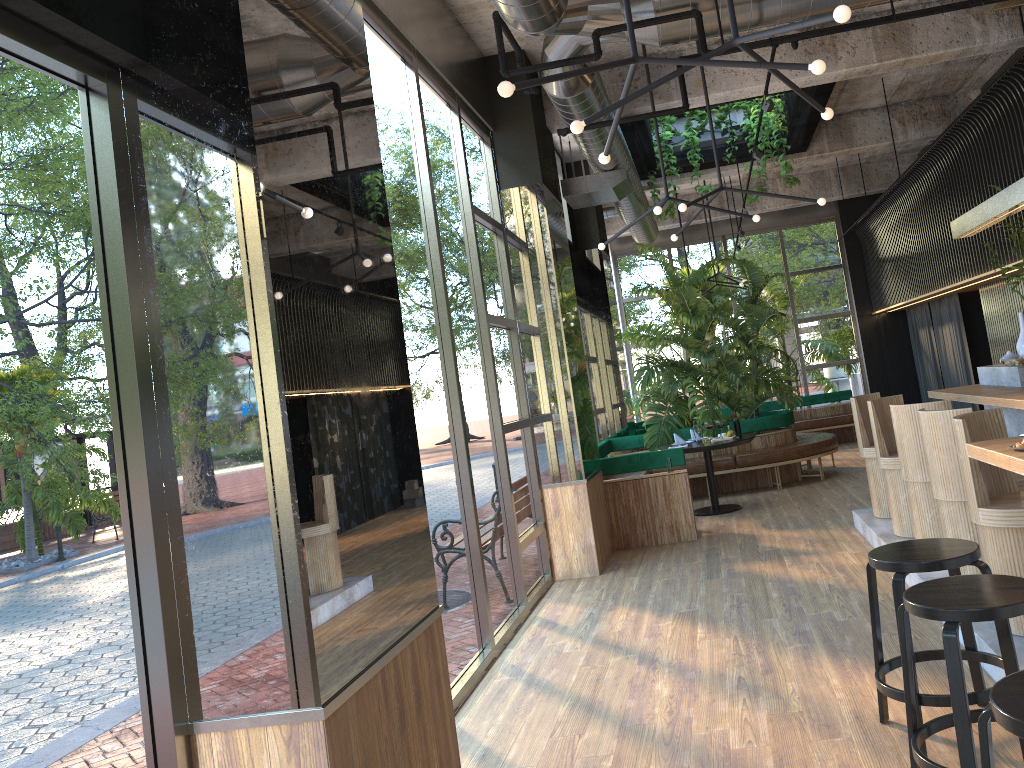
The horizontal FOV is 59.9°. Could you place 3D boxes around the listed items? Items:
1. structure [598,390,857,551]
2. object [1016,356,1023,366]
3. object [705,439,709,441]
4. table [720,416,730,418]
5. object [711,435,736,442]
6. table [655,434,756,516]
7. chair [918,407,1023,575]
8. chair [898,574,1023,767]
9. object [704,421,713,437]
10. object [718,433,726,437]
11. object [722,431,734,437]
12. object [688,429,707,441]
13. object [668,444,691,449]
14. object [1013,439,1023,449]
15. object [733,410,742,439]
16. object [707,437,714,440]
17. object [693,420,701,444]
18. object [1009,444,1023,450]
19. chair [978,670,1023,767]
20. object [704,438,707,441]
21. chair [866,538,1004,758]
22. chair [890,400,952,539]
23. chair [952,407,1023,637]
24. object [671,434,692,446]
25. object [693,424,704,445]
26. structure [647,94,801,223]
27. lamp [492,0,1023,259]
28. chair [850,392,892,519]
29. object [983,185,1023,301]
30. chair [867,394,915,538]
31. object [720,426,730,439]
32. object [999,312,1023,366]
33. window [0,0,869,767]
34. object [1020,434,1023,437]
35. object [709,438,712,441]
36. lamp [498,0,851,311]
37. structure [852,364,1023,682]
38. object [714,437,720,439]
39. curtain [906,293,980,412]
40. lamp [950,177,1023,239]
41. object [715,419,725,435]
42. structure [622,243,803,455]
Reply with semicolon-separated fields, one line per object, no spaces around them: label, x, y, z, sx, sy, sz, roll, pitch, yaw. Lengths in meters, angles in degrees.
structure;2.778;0.422;5.109;5.937;1.554;20.370;-9;-1;12
object;3.825;-0.180;6.568;0.186;0.073;0.235;-9;-2;30
object;2.129;0.615;9.698;0.032;0.019;0.039;-9;-2;23
table;3.034;0.939;13.520;1.123;0.753;1.074;-8;-2;-10
object;2.302;0.588;9.628;0.231;0.019;0.363;-9;-1;21
table;2.154;1.000;9.612;1.141;0.753;1.056;-8;-2;-21
chair;2.579;0.589;4.829;0.572;0.973;0.520;-6;-4;-30
chair;1.499;0.999;2.780;0.516;0.699;0.512;-8;-3;1
object;2.205;0.516;9.922;0.103;0.201;0.101;-8;-4;-1
object;2.338;0.555;9.724;0.191;0.038;0.064;-10;-2;44
object;2.341;0.539;9.620;0.098;0.064;0.163;-8;-2;-18
object;2.091;0.571;10.018;0.236;0.139;0.229;-8;-2;-6
object;1.792;0.662;9.459;0.251;0.019;0.159;-9;-1;9
object;1.937;0.207;3.252;0.161;0.053;0.154;-7;-2;-35
object;2.401;0.429;9.484;0.066;0.300;0.071;-10;-5;26
object;2.184;0.604;9.785;0.095;0.028;0.132;-9;-1;25
object;2.012;0.516;9.599;0.094;0.246;0.091;-8;-4;-7
object;1.937;0.226;3.258;0.216;0.013;0.195;-8;-1;-44
chair;1.296;1.013;1.881;0.517;0.699;0.510;-8;-3;-1
object;2.139;0.613;9.819;0.023;0.025;0.048;-10;-2;29
chair;1.643;0.989;3.421;0.511;0.699;0.517;-9;-3;6
chair;2.764;0.576;5.636;0.521;0.973;0.572;-11;-5;34
chair;2.395;0.603;4.068;0.574;0.973;0.519;-6;-5;-33
object;1.852;0.601;9.717;0.236;0.139;0.229;-8;-2;-6
object;1.984;0.536;9.430;0.111;0.210;0.100;-4;-6;-45
structure;2.613;-2.809;10.699;2.060;1.522;1.482;-10;-4;39
lamp;2.607;-2.417;9.931;3.739;1.537;10.137;-9;-1;9
chair;3.097;0.554;7.182;0.530;0.973;0.563;-10;-4;20
object;4.019;-0.800;6.810;0.615;1.555;0.637;-4;-6;-41
chair;2.915;0.567;6.381;0.563;0.973;0.530;-7;-4;-15
object;2.290;0.515;9.537;0.142;0.124;0.098;-8;-3;-10
object;3.921;-0.352;6.813;0.331;0.399;0.303;-6;-4;-31
window;1.352;-1.867;5.439;4.075;6.516;20.622;-9;-1;13
object;2.097;0.201;3.579;0.030;0.027;0.132;-8;-1;-10
object;2.153;0.604;9.632;0.031;0.031;0.041;-10;-3;35
lamp;2.644;-2.340;5.546;5.007;1.830;19.144;-9;-1;12
structure;4.888;-0.009;3.951;5.760;1.736;7.214;-9;-1;10
object;2.244;0.580;9.632;0.099;0.013;0.226;-9;-1;16
curtain;6.265;-0.223;12.986;0.120;2.065;3.316;-9;-2;13
lamp;4.200;-2.447;4.353;4.945;2.140;6.772;-9;-1;5
object;2.322;0.497;9.865;0.103;0.201;0.101;-8;-4;-1
structure;2.654;-0.333;12.017;2.458;3.448;2.633;-8;-3;-5
